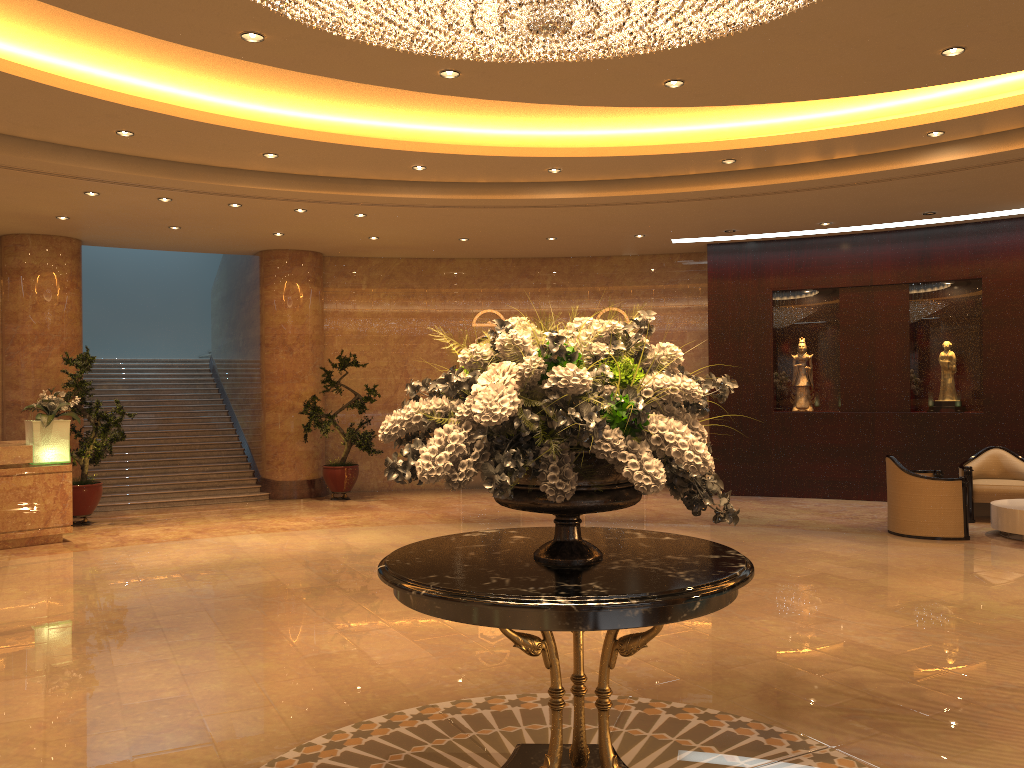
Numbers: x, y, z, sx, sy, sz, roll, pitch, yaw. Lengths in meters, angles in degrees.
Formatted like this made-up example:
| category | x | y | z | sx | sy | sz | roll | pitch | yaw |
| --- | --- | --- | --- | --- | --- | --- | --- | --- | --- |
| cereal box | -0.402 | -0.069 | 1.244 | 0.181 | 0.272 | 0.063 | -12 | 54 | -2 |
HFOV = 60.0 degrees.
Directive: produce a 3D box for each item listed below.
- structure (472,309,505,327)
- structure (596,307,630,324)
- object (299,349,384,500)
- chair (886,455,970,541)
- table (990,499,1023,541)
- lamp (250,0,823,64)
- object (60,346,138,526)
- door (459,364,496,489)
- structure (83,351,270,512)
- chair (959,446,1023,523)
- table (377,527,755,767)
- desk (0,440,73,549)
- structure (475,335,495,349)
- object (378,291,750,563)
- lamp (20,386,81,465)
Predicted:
| category | x | y | z | sx | sy | sz | roll | pitch | yaw |
| --- | --- | --- | --- | --- | --- | --- | --- | --- | --- |
| structure | -0.392 | -1.143 | 15.328 | 0.600 | 0.293 | 0.010 | -1 | 0 | -3 |
| structure | 1.720 | -1.166 | 15.218 | 0.600 | 0.293 | 0.010 | -1 | 0 | 8 |
| object | -2.676 | 0.645 | 13.939 | 1.250 | 2.363 | 0.843 | -1 | 0 | -6 |
| chair | 4.771 | 1.282 | 10.315 | 0.769 | 0.916 | 0.951 | -1 | 0 | 8 |
| table | 6.073 | 1.547 | 9.993 | 1.196 | 0.354 | 1.196 | -1 | 0 | -1 |
| lamp | 0.150 | -2.053 | 3.641 | 3.204 | 1.196 | 3.206 | -1 | 0 | 10 |
| object | -5.683 | 0.677 | 11.892 | 1.250 | 2.363 | 0.843 | -1 | 0 | 43 |
| door | -0.375 | 0.730 | 15.369 | 1.070 | 2.145 | 0.150 | -1 | 0 | -2 |
| structure | -6.622 | -0.909 | 16.513 | 9.849 | 5.560 | 7.472 | -1 | 0 | -27 |
| chair | 6.177 | 1.268 | 11.227 | 0.951 | 0.916 | 0.769 | -1 | 0 | 23 |
| table | 0.215 | 1.235 | 3.588 | 1.493 | 1.089 | 1.493 | -1 | 0 | -34 |
| desk | -7.570 | 1.294 | 4.995 | 3.466 | 1.155 | 12.951 | -1 | 0 | 7 |
| structure | -0.387 | -0.696 | 15.329 | 0.504 | 0.405 | 0.012 | -1 | 0 | -3 |
| object | 0.185 | 0.192 | 3.558 | 1.318 | 0.999 | 1.277 | -1 | 0 | 3 |
| lamp | -5.415 | 0.476 | 10.473 | 0.532 | 0.897 | 0.606 | -1 | 0 | 41 |
